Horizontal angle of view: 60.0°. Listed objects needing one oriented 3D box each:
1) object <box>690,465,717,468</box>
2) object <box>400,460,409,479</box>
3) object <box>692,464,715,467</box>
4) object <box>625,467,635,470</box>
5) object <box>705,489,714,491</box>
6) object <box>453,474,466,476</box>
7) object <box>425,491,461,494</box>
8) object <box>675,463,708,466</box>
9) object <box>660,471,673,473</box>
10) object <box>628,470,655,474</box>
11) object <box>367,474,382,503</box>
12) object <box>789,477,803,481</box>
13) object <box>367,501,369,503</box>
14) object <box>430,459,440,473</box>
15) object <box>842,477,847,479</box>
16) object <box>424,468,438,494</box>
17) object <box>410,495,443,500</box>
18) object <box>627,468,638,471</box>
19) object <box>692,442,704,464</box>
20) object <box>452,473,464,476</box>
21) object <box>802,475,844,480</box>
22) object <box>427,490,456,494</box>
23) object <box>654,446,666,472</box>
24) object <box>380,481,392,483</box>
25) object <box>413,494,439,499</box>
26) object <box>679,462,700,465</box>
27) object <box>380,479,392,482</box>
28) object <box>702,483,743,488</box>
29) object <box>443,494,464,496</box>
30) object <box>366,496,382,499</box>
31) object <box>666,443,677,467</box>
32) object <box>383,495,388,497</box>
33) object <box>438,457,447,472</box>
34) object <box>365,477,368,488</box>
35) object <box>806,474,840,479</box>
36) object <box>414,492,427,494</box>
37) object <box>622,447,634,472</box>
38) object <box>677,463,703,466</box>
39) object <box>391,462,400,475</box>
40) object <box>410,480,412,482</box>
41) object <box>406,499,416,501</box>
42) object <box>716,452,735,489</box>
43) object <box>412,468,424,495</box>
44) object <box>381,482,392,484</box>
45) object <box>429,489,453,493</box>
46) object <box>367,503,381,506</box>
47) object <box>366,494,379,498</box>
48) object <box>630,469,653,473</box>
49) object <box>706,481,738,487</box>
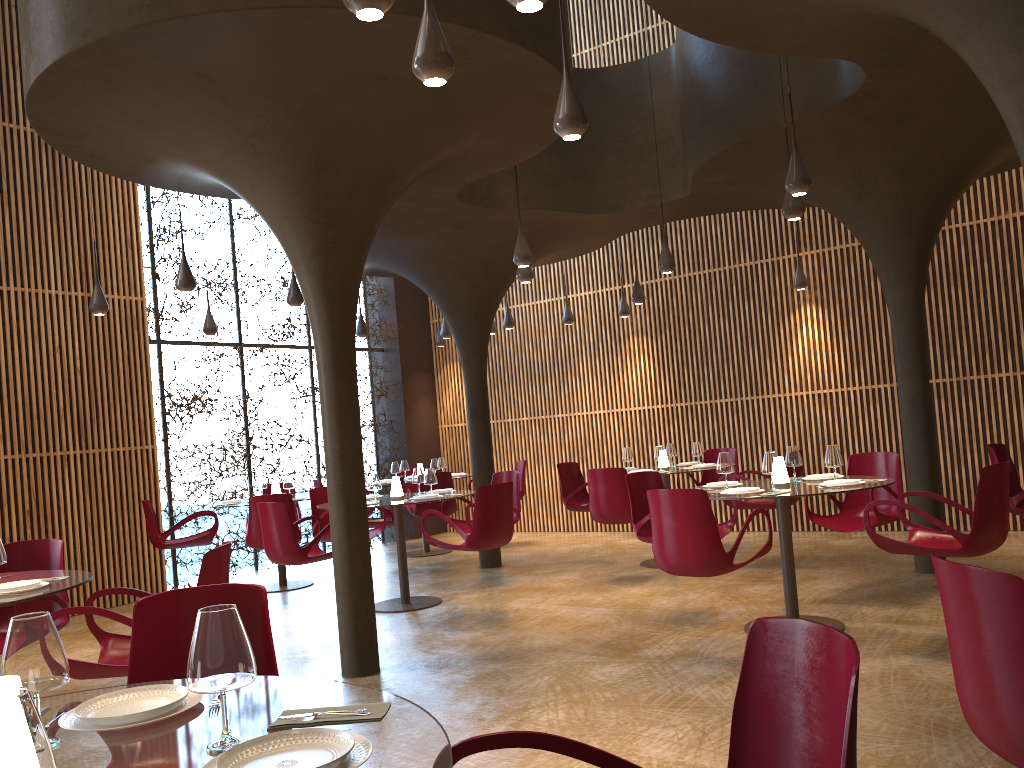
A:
[{"bbox_3d":[2.236,0.964,10.349,0.331,0.014,0.332,-3,-3,-31],"label":"object"},{"bbox_3d":[-1.661,1.330,13.744,0.142,0.295,0.142,-6,-2,36],"label":"object"},{"bbox_3d":[2.235,0.954,10.349,0.263,0.029,0.263,-6,-3,14],"label":"object"},{"bbox_3d":[1.394,1.057,10.967,0.263,0.029,0.263,-4,-3,-19],"label":"object"},{"bbox_3d":[1.515,0.870,7.250,0.126,0.017,0.262,-2,-4,-38],"label":"object"},{"bbox_3d":[-0.852,1.385,13.457,0.332,0.014,0.332,-5,-3,9],"label":"object"},{"bbox_3d":[-0.773,1.184,9.692,0.411,0.012,0.204,-7,-4,42],"label":"object"},{"bbox_3d":[2.215,1.003,11.029,0.411,0.012,0.204,-7,-3,32],"label":"object"},{"bbox_3d":[1.713,0.998,10.020,0.126,0.017,0.262,-7,-4,40],"label":"object"},{"bbox_3d":[1.495,1.020,10.230,0.332,0.014,0.332,-6,-3,24],"label":"object"},{"bbox_3d":[-1.399,1.063,9.021,0.142,0.295,0.142,-6,-2,27],"label":"object"},{"bbox_3d":[2.383,0.814,7.574,0.262,0.017,0.126,-2,-4,-44],"label":"object"},{"bbox_3d":[-1.620,1.219,9.030,0.332,0.014,0.332,-6,-3,28],"label":"object"},{"bbox_3d":[-1.138,1.253,13.103,0.142,0.295,0.142,-5,-2,-5],"label":"object"},{"bbox_3d":[2.580,0.780,7.341,0.411,0.012,0.204,-7,-4,42],"label":"object"},{"bbox_3d":[-0.848,1.028,9.252,0.142,0.295,0.142,-5,-2,10],"label":"object"},{"bbox_3d":[-0.871,1.155,9.018,0.331,0.014,0.332,-3,-3,-24],"label":"object"},{"bbox_3d":[1.395,1.067,10.966,0.331,0.014,0.332,-2,-4,-41],"label":"object"},{"bbox_3d":[2.217,0.840,10.585,0.142,0.295,0.142,-4,-2,-12],"label":"object"},{"bbox_3d":[-0.853,1.375,13.457,0.263,0.029,0.263,-7,-4,38],"label":"object"},{"bbox_3d":[2.577,0.779,7.344,0.332,0.014,0.332,-6,-3,17],"label":"object"},{"bbox_3d":[-0.777,1.183,9.695,0.332,0.014,0.332,-6,-3,17],"label":"object"},{"bbox_3d":[1.714,0.866,10.262,0.142,0.295,0.142,-6,-2,28],"label":"object"},{"bbox_3d":[-1.913,1.466,13.303,0.332,0.014,0.332,-6,-3,16],"label":"object"},{"bbox_3d":[-0.871,1.146,9.018,0.263,0.029,0.263,-3,-3,-31],"label":"object"},{"bbox_3d":[2.209,0.992,11.031,0.263,0.029,0.263,-2,-4,-44],"label":"object"},{"bbox_3d":[-1.913,1.456,13.303,0.263,0.029,0.263,-6,-3,23],"label":"object"},{"bbox_3d":[1.762,0.851,7.422,0.331,0.014,0.332,-3,-3,-28],"label":"object"},{"bbox_3d":[-0.611,1.149,9.172,0.126,0.017,0.262,-3,-4,-34],"label":"object"},{"bbox_3d":[-1.591,1.255,9.773,0.331,0.014,0.332,-3,-3,-28],"label":"object"},{"bbox_3d":[1.971,0.882,10.989,0.142,0.295,0.142,-6,-2,35],"label":"object"},{"bbox_3d":[-1.588,1.256,9.776,0.410,0.012,0.204,-2,-4,-42],"label":"object"},{"bbox_3d":[-1.067,1.272,13.572,0.142,0.295,0.142,-3,-2,-37],"label":"object"},{"bbox_3d":[-1.621,1.108,9.544,0.142,0.295,0.142,-4,-2,-17],"label":"object"},{"bbox_3d":[2.576,0.769,7.344,0.263,0.029,0.263,-7,-4,37],"label":"object"},{"bbox_3d":[-0.971,1.218,9.925,0.262,0.017,0.126,-2,-4,-44],"label":"object"},{"bbox_3d":[1.405,0.917,10.738,0.142,0.295,0.142,-5,-2,7],"label":"object"},{"bbox_3d":[2.210,1.002,11.031,0.332,0.014,0.331,-7,-4,33],"label":"object"},{"bbox_3d":[-1.729,1.307,13.180,0.142,0.295,0.142,-6,-2,34],"label":"object"},{"bbox_3d":[-1.275,1.394,12.915,0.410,0.012,0.204,-4,-3,-8],"label":"object"},{"bbox_3d":[-0.874,1.157,9.015,0.410,0.012,0.205,-2,-4,-38],"label":"object"},{"bbox_3d":[1.733,0.705,7.193,0.142,0.295,0.142,-4,-2,-17],"label":"object"},{"bbox_3d":[-1.021,1.066,9.693,0.142,0.295,0.142,-6,-2,23],"label":"object"},{"bbox_3d":[-1.881,1.455,13.002,0.262,0.017,0.126,-4,-3,-10],"label":"object"},{"bbox_3d":[-0.778,1.173,9.695,0.263,0.029,0.263,-7,-4,37],"label":"object"},{"bbox_3d":[-1.442,1.199,8.785,0.261,0.017,0.126,-2,-4,-40],"label":"object"},{"bbox_3d":[-1.592,1.246,9.773,0.263,0.029,0.263,-7,-4,36],"label":"object"},{"bbox_3d":[1.494,1.010,10.230,0.263,0.029,0.263,-7,-4,40],"label":"object"},{"bbox_3d":[1.762,0.842,7.422,0.263,0.029,0.263,-7,-4,42],"label":"object"}]
